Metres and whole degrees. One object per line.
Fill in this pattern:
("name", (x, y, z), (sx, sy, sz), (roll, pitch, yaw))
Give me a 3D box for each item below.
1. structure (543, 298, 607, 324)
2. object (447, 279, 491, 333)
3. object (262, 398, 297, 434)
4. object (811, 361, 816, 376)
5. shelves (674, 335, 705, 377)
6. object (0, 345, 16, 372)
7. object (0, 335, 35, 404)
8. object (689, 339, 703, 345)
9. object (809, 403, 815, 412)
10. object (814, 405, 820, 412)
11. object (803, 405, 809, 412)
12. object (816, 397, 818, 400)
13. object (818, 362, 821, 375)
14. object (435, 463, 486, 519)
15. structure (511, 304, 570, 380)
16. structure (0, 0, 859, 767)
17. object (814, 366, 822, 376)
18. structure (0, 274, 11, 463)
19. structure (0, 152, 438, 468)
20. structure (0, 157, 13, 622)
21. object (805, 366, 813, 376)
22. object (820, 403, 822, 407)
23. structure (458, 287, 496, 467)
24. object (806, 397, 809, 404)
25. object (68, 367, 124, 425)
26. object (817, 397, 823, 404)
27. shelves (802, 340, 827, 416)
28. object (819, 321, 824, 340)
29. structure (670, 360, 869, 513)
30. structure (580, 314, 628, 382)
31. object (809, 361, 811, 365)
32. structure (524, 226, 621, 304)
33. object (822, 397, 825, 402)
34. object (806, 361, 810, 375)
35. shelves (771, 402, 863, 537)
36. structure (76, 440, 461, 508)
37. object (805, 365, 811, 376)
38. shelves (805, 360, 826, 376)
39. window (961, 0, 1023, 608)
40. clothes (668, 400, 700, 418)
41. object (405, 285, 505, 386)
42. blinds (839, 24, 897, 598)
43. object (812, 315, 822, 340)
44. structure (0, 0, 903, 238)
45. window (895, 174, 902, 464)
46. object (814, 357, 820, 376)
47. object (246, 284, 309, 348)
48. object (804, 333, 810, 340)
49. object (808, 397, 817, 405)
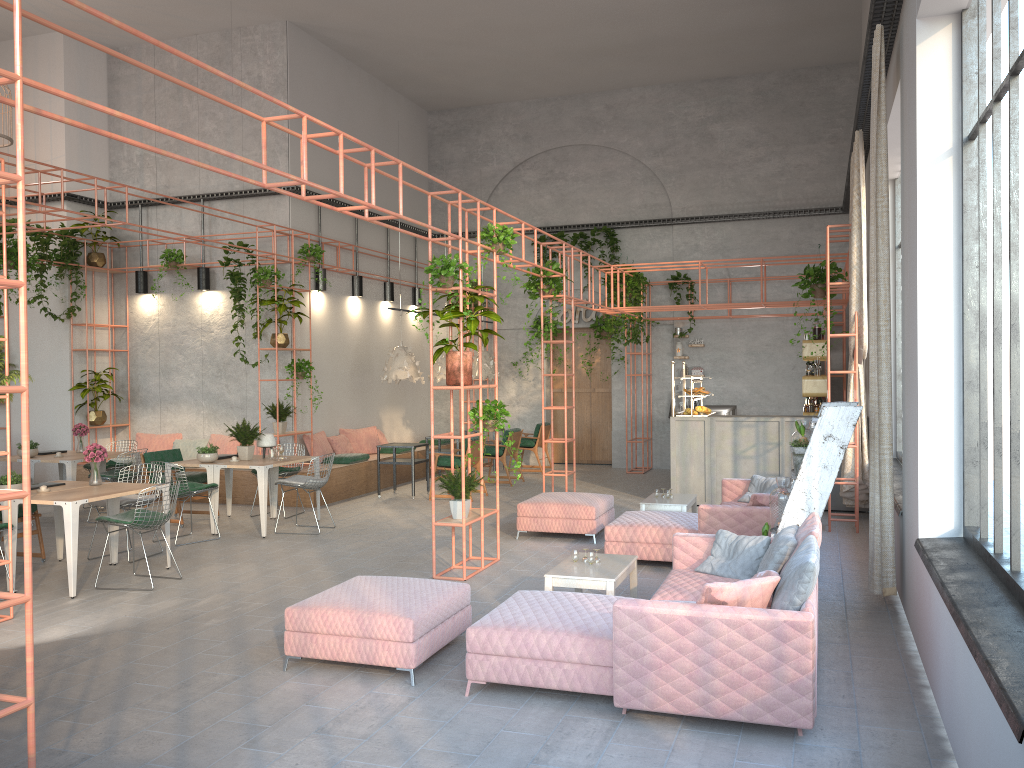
("structure", (1.228, -1.441, 17.447), (1.312, 0.505, 0.063), (0, 1, 19))
("object", (-0.862, -1.577, 17.814), (0.894, 1.101, 0.900), (-1, 1, -12))
("object", (-3.431, 0.469, 13.037), (0.438, 0.527, 0.368), (0, 1, 19))
("object", (4.719, -0.278, 13.887), (0.066, 0.291, 0.066), (0, 1, 26))
("shelves", (3.320, -0.525, 16.623), (0.560, 0.790, 0.186), (0, 1, 19))
("object", (-8.463, -0.266, 14.141), (0.900, 1.097, 0.894), (-1, 1, -42))
("object", (-4.230, -0.022, 6.809), (0.900, 1.100, 0.894), (-1, 1, -42))
("object", (3.449, -0.787, 16.595), (0.263, 0.101, 0.013), (0, 1, 19))
("object", (4.341, 0.345, 12.841), (0.073, 0.131, 0.073), (0, 1, 12))
("object", (4.430, 0.355, 12.895), (0.115, 0.107, 0.115), (0, 1, 25))
("object", (4.312, 0.356, 12.936), (0.115, 0.107, 0.115), (-1, 1, -14))
("object", (4.655, 0.274, 13.490), (0.072, 0.248, 0.094), (0, 1, 19))
("object", (4.795, -0.278, 13.858), (0.066, 0.291, 0.066), (-1, 1, -31))
("object", (-0.508, 1.005, 8.359), (0.438, 0.527, 0.368), (0, 1, 19))
("structure", (0.581, -0.826, 17.740), (0.950, 1.527, 0.921), (-1, 1, -37))
("structure", (1.603, -0.081, 9.699), (4.157, 4.247, 14.689), (0, 1, 19))
("object", (4.750, -0.205, 13.764), (0.115, 0.147, 0.115), (0, 1, 28))
("structure", (-8.494, -0.212, 14.257), (0.624, 3.596, 0.424), (0, 1, 19))
("structure", (-5.011, -0.619, 13.673), (4.501, 4.345, 14.096), (0, 1, 18))
("structure", (-4.293, 0.047, 6.840), (0.624, 3.602, 0.424), (0, 1, 19))
("object", (4.626, -0.204, 13.807), (0.115, 0.147, 0.115), (0, 1, 28))
("object", (4.479, 0.344, 12.799), (0.073, 0.131, 0.073), (0, 1, 12))
("structure", (-0.700, -0.148, 17.891), (0.630, 3.597, 0.430), (0, 1, 19))
("object", (4.458, 0.256, 13.360), (0.066, 0.291, 0.066), (-1, 1, 3))
("object", (-6.652, 0.197, 14.092), (0.903, 0.919, 0.934), (-1, 1, -9))
("object", (4.623, 0.256, 13.312), (0.072, 0.287, 0.074), (-1, 1, -39))
("shelves", (4.529, 0.276, 13.252), (0.328, 1.838, 1.750), (0, 1, 19))
("object", (4.667, -0.799, 13.456), (0.134, 0.301, 0.134), (-1, 1, 8))
("structure", (4.085, 0.638, 13.831), (2.579, 2.022, 4.057), (0, 1, 19))
("structure", (1.842, -0.815, 17.347), (0.950, 1.527, 0.921), (0, 1, 18))
("object", (5.276, -0.310, 15.725), (0.066, 0.291, 0.066), (-1, 1, -11))
("structure", (1.189, -2.277, 17.333), (1.939, 1.514, 0.856), (0, 1, 13))
("object", (4.721, 0.273, 13.465), (0.072, 0.248, 0.094), (0, 1, 19))
("object", (4.646, -0.277, 13.911), (0.066, 0.291, 0.066), (-1, 1, -11))
("shelves", (2.385, 0.968, 7.218), (0.856, 1.618, 0.842), (0, 1, 19))
("structure", (-3.915, 1.465, 16.009), (4.386, 0.500, 5.831), (0, 1, 19))
("object", (4.322, -0.194, 12.931), (0.083, 0.159, 0.083), (-1, 1, -26))
("shelves", (5.159, 0.243, 15.065), (0.328, 1.838, 1.750), (0, 1, 19))
("window", (2.267, -1.743, 3.771), (0.089, 5.544, 4.126), (0, 1, 19))
("clothes", (3.276, 0.590, 16.660), (0.625, 0.997, 0.366), (-1, 1, -1))
("object", (-0.487, -0.459, 8.230), (0.924, 0.946, 0.923), (-1, 1, -15))
("blinds", (3.568, -0.599, 9.101), (0.414, 4.389, 4.957), (0, 1, 20))
("object", (4.570, -0.838, 13.286), (0.134, 0.386, 0.134), (-1, 1, 8))
("structure", (-3.490, -2.907, 11.118), (15.603, 0.110, 15.203), (0, 1, 19))
("window", (4.014, -1.837, 8.801), (0.089, 5.538, 4.127), (0, 1, 19))
("object", (4.352, -0.247, 12.641), (0.075, 0.273, 0.075), (-1, 1, 8))
("object", (-3.378, -0.998, 12.904), (0.903, 0.947, 0.934), (-1, 1, -19))
("object", (4.447, -0.706, 13.364), (0.088, 0.123, 0.088), (-1, 1, -15))
("object", (4.394, 0.250, 12.972), (0.115, 0.107, 0.115), (-1, 1, -14))
